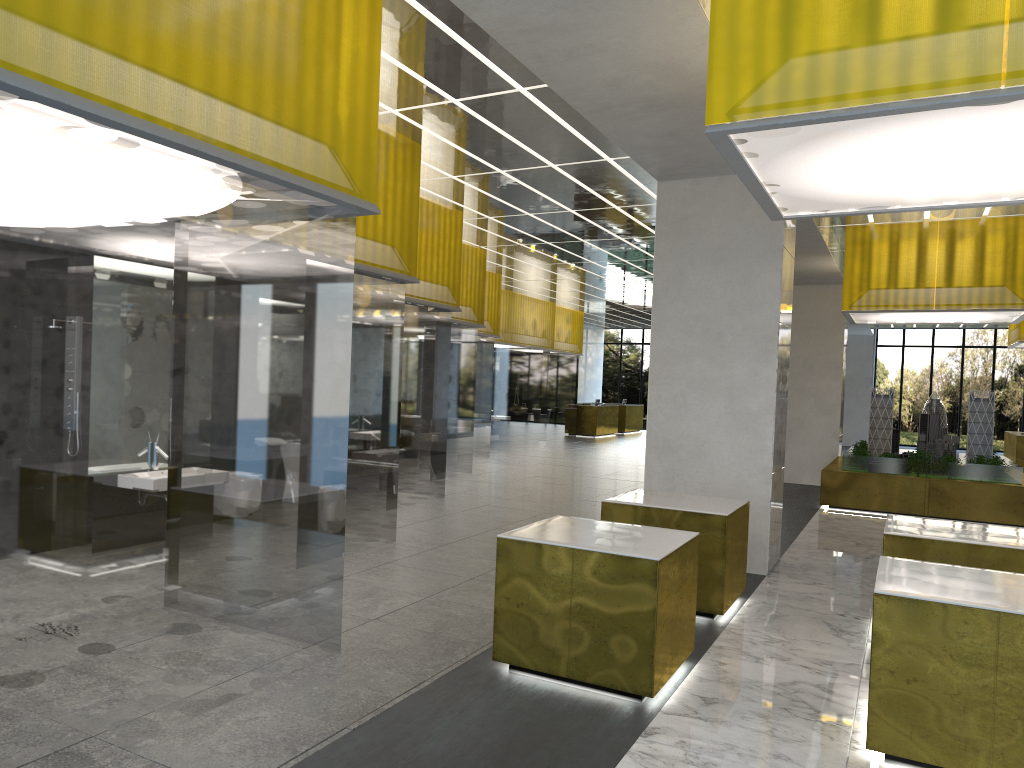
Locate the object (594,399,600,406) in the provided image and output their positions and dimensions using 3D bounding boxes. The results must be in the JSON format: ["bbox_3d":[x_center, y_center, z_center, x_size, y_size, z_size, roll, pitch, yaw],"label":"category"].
[{"bbox_3d":[4.107,1.080,42.432,0.578,0.668,0.714,3,1,27],"label":"object"}]

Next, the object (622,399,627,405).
[{"bbox_3d":[6.033,1.150,46.598,0.578,0.668,0.714,3,1,27],"label":"object"}]

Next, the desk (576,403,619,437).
[{"bbox_3d":[3.279,1.769,42.954,3.377,1.509,3.316,2,0,28],"label":"desk"}]

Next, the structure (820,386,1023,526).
[{"bbox_3d":[9.328,1.385,19.190,4.063,2.572,4.902,2,0,27],"label":"structure"}]

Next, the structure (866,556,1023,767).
[{"bbox_3d":[3.256,1.976,5.875,1.433,1.174,1.374,3,1,28],"label":"structure"}]

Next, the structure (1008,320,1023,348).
[{"bbox_3d":[16.544,-2.234,24.711,3.417,2.270,2.968,3,1,28],"label":"structure"}]

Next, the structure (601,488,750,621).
[{"bbox_3d":[1.880,1.921,9.828,1.433,1.174,1.374,3,1,28],"label":"structure"}]

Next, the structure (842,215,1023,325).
[{"bbox_3d":[8.928,-2.516,18.020,3.417,2.270,3.088,3,1,28],"label":"structure"}]

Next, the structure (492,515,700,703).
[{"bbox_3d":[0.752,1.880,7.388,1.433,1.174,1.374,3,1,28],"label":"structure"}]

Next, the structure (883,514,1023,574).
[{"bbox_3d":[4.386,2.016,8.319,1.433,1.174,1.374,3,1,28],"label":"structure"}]

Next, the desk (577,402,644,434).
[{"bbox_3d":[5.189,1.838,47.083,3.377,1.509,3.316,2,0,28],"label":"desk"}]

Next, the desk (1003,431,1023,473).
[{"bbox_3d":[16.396,2.278,24.788,3.377,1.509,3.316,2,0,28],"label":"desk"}]

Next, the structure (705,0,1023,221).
[{"bbox_3d":[3.434,-2.715,6.139,3.417,2.270,3.088,3,1,28],"label":"structure"}]
